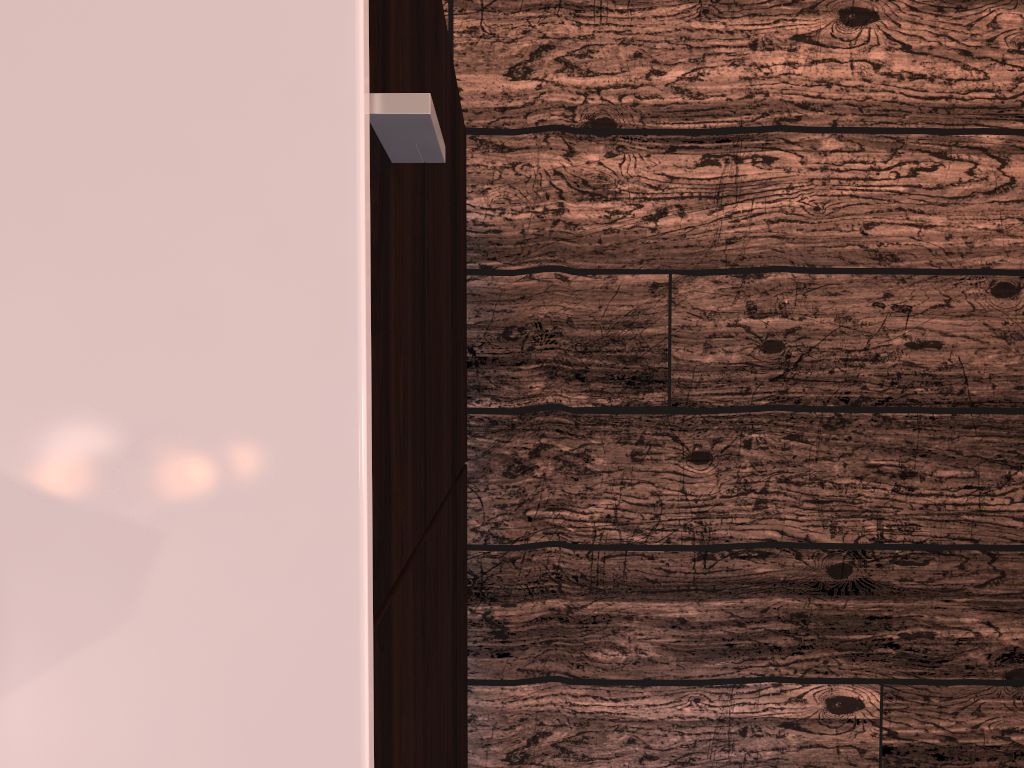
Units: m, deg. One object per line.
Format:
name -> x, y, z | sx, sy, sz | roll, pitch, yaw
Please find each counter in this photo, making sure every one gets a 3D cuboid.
counter -> -0.193, 0.615, 0.467 | 0.442, 0.296, 1.858 | 0, 92, 0

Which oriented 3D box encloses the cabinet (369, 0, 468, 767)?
cabinet -> -0.221, 0.615, 0.793 | 0.386, 0.922, 1.858 | 0, 92, 0
